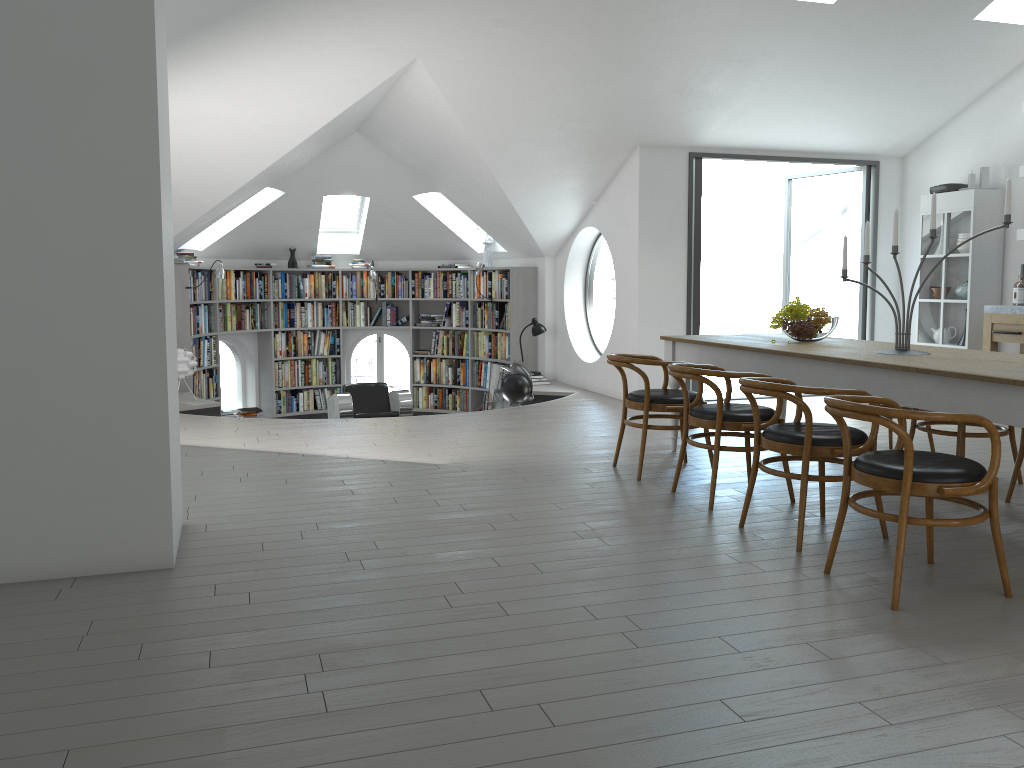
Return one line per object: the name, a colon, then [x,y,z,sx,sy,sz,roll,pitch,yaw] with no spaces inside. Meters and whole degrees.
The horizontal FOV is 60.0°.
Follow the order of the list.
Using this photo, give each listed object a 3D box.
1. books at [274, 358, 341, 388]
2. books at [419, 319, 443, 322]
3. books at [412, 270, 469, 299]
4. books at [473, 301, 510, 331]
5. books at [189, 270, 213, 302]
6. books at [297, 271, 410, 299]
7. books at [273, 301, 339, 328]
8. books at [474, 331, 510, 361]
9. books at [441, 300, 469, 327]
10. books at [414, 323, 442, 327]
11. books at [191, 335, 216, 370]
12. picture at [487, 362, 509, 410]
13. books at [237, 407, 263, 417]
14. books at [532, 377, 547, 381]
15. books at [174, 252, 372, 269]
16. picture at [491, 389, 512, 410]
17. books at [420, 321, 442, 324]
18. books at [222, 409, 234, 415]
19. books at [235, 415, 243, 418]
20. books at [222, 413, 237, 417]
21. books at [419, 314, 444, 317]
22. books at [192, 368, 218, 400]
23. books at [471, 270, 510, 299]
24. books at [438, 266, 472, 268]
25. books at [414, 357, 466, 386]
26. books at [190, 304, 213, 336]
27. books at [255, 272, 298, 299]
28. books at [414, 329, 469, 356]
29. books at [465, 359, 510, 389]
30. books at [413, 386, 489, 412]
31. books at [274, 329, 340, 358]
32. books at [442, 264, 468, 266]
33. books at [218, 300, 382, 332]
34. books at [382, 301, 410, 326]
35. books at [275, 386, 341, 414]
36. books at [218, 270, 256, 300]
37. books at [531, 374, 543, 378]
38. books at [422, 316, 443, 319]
books: [-2.742,-0.160,11.802,1.032,0.356,0.293,-4,7,-32]
books: [-1.062,-0.867,11.976,0.286,0.031,0.270,4,8,32]
books: [-0.901,-1.326,11.806,0.970,0.366,0.306,3,6,26]
books: [-0.143,-0.869,11.188,0.279,0.357,1.054,-4,7,-32]
books: [-3.674,-1.115,10.046,0.300,0.360,1.035,0,6,-1]
books: [-2.124,-1.334,11.915,1.566,0.366,0.395,-1,6,-12]
books: [-2.777,-0.925,11.765,1.029,0.358,0.301,-4,7,-32]
books: [-0.133,-0.486,11.219,0.276,0.347,1.022,-4,7,-32]
books: [-0.656,-0.929,11.738,0.553,0.350,0.256,3,6,29]
books: [-1.062,-0.804,11.981,0.388,0.042,0.366,3,7,22]
books: [-3.643,-0.354,10.103,0.260,0.358,1.022,0,6,0]
picture: [-0.155,0.185,10.953,0.090,0.861,0.579,-3,6,-27]
books: [-3.345,0.364,11.306,0.318,0.099,0.292,-2,7,-16]
books: [0.210,-0.063,10.306,0.286,0.034,0.305,-3,7,-27]
books: [-3.020,-1.548,11.177,0.748,0.173,2.818,6,9,43]
picture: [-0.143,0.365,10.783,0.107,0.554,0.490,-3,6,-27]
books: [-1.062,-0.836,11.978,0.286,0.031,0.270,2,7,17]
books: [-3.613,0.356,11.038,0.214,0.036,0.227,-6,9,-41]
books: [-3.613,0.421,11.044,0.388,0.042,0.366,5,8,39]
books: [-3.613,0.387,11.041,0.269,0.031,0.286,-6,9,-41]
books: [-1.063,-0.930,11.971,0.269,0.031,0.286,-5,8,-37]
books: [-3.625,0.226,9.887,0.390,0.694,1.645,-1,6,-7]
books: [-0.149,-1.252,11.166,0.293,0.361,1.016,-4,7,-35]
books: [-0.755,-1.551,11.780,0.336,0.036,0.317,4,8,35]
books: [-0.916,-0.181,11.907,0.872,0.350,0.272,3,6,24]
books: [-3.687,-0.731,10.096,0.303,0.347,1.091,0,6,-2]
books: [-3.104,-1.271,11.477,0.683,0.345,0.265,-5,8,-40]
books: [-0.844,-0.557,11.829,0.974,0.351,0.252,3,6,25]
books: [-0.183,-0.112,11.300,0.304,0.358,1.186,-4,8,-36]
books: [-0.687,0.201,11.765,1.498,0.310,0.360,4,7,34]
books: [-2.754,-0.544,11.761,0.998,0.351,0.298,-4,7,-34]
books: [-0.755,-1.579,11.777,0.233,0.027,0.248,-7,9,-45]
books: [-2.847,-0.888,11.501,2.531,0.370,0.592,-5,8,-37]
books: [-1.547,-0.954,12.015,0.399,0.340,0.225,0,5,3]
books: [-2.754,0.203,11.820,1.020,0.306,0.288,-4,7,-33]
books: [-3.497,-1.218,10.921,0.269,0.372,0.794,2,7,26]
books: [0.210,-0.095,10.304,0.269,0.031,0.286,-1,7,-7]
books: [-1.063,-0.898,11.973,0.227,0.036,0.214,4,8,32]
